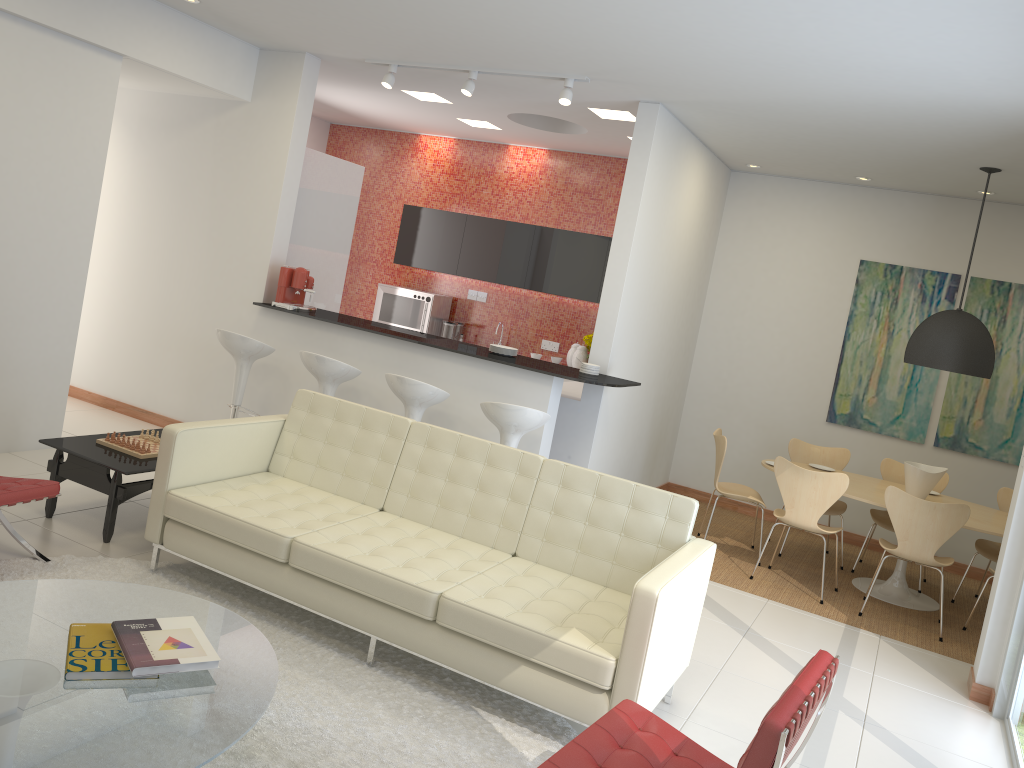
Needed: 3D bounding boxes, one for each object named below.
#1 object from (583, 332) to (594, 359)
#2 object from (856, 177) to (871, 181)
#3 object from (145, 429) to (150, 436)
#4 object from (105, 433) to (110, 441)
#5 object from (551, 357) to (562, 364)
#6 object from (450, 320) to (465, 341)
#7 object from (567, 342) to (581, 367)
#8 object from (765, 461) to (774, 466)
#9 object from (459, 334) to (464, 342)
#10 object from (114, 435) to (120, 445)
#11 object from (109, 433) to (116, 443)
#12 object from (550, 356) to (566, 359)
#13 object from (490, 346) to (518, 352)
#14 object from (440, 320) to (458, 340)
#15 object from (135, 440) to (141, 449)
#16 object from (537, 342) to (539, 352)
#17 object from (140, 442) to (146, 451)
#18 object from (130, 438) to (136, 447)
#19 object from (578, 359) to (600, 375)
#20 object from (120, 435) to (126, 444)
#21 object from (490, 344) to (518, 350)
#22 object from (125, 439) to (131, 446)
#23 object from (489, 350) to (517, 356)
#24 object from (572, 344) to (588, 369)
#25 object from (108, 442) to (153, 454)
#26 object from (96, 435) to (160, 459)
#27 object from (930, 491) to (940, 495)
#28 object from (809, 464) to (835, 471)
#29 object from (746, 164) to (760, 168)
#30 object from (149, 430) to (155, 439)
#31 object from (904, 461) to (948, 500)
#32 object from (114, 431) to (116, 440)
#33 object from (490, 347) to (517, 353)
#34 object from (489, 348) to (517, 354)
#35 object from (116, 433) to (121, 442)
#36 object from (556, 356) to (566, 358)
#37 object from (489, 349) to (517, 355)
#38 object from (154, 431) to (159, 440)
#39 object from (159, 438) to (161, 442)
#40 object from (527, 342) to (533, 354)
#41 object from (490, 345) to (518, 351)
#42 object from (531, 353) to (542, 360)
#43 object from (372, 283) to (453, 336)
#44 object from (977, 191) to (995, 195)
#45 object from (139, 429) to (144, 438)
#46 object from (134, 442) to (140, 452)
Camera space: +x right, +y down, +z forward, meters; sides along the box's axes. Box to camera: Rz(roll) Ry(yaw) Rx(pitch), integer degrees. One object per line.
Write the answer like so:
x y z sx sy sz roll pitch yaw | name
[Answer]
0.922 -0.282 8.663 0.525 0.447 0.502 14 6 27 | object
3.053 -1.783 7.691 0.129 0.010 0.130 8 7 -20 | object
-2.165 0.291 5.260 0.030 0.044 0.030 14 5 32 | object
-2.285 0.298 5.008 0.030 0.044 0.030 14 5 32 | object
0.449 -0.233 9.056 0.120 0.084 0.121 10 6 -10 | object
-0.613 -0.574 9.681 0.173 0.215 0.171 15 6 43 | object
0.638 -0.283 8.964 0.159 0.282 0.160 10 4 -13 | object
2.079 0.635 6.894 0.209 0.015 0.212 5 9 -43 | object
-0.546 -0.496 9.562 0.037 0.092 0.037 13 4 25 | object
-2.213 0.311 4.973 0.030 0.054 0.030 13 5 32 | object
-2.249 0.303 4.990 0.030 0.052 0.030 14 5 32 | object
0.455 -0.277 9.033 0.233 0.009 0.008 6 7 -35 | object
-0.063 -0.252 6.494 0.209 0.015 0.212 8 7 -21 | object
-0.678 -0.560 9.454 0.173 0.215 0.171 15 6 43 | object
-2.091 0.338 4.958 0.030 0.049 0.030 14 5 32 | object
0.256 -0.323 9.030 0.009 0.194 0.140 11 4 -6 | object
-2.055 0.347 4.941 0.030 0.049 0.030 14 5 32 | object
-2.126 0.330 4.975 0.030 0.049 0.030 14 5 32 | object
0.542 -0.129 6.301 0.174 0.097 0.140 13 6 18 | object
-2.197 0.312 5.009 0.030 0.049 0.030 14 5 32 | object
-0.060 -0.265 6.493 0.209 0.015 0.212 8 7 -21 | object
-2.161 0.321 4.992 0.030 0.049 0.030 14 5 32 | object
-0.068 -0.224 6.495 0.209 0.015 0.212 8 7 -21 | object
0.679 -0.253 8.779 0.159 0.282 0.160 10 4 -13 | object
-2.105 0.346 5.076 0.348 0.001 0.349 14 7 25 | object
-2.107 0.356 5.076 0.362 0.021 0.360 14 7 25 | object
3.276 0.850 7.013 0.212 0.015 0.210 17 9 42 | object
2.521 0.683 7.203 0.209 0.015 0.212 5 9 -43 | object
2.208 -1.993 8.098 0.129 0.010 0.130 8 7 -20 | object
-2.129 0.296 5.243 0.030 0.052 0.030 12 4 17 | object
3.023 0.723 6.547 0.260 0.279 0.273 8 6 -30 | object
-2.267 0.294 5.043 0.030 0.049 0.030 14 5 32 | object
-0.064 -0.245 6.494 0.209 0.015 0.212 8 7 -21 | object
-0.066 -0.238 6.495 0.209 0.015 0.212 8 7 -21 | object
-2.232 0.303 5.026 0.030 0.049 0.030 14 5 32 | object
0.462 -0.278 9.060 0.233 0.009 0.008 5 7 -40 | object
-0.067 -0.231 6.495 0.209 0.015 0.212 8 7 -21 | object
-2.093 0.303 5.226 0.030 0.054 0.030 13 5 32 | object
-2.057 0.305 5.209 0.030 0.069 0.030 13 5 32 | object
0.197 -0.331 9.007 0.165 0.177 0.011 15 5 39 | object
-0.062 -0.259 6.493 0.209 0.015 0.212 8 7 -21 | object
0.240 -0.264 8.975 0.120 0.084 0.122 5 8 -45 | object
-1.106 -0.800 9.717 0.726 0.469 0.435 13 6 25 | object
3.899 -1.572 7.284 0.129 0.010 0.130 8 7 -20 | object
-2.182 0.289 5.224 0.030 0.049 0.030 14 5 32 | object
-2.072 0.347 4.905 0.030 0.052 0.030 14 5 32 | object
